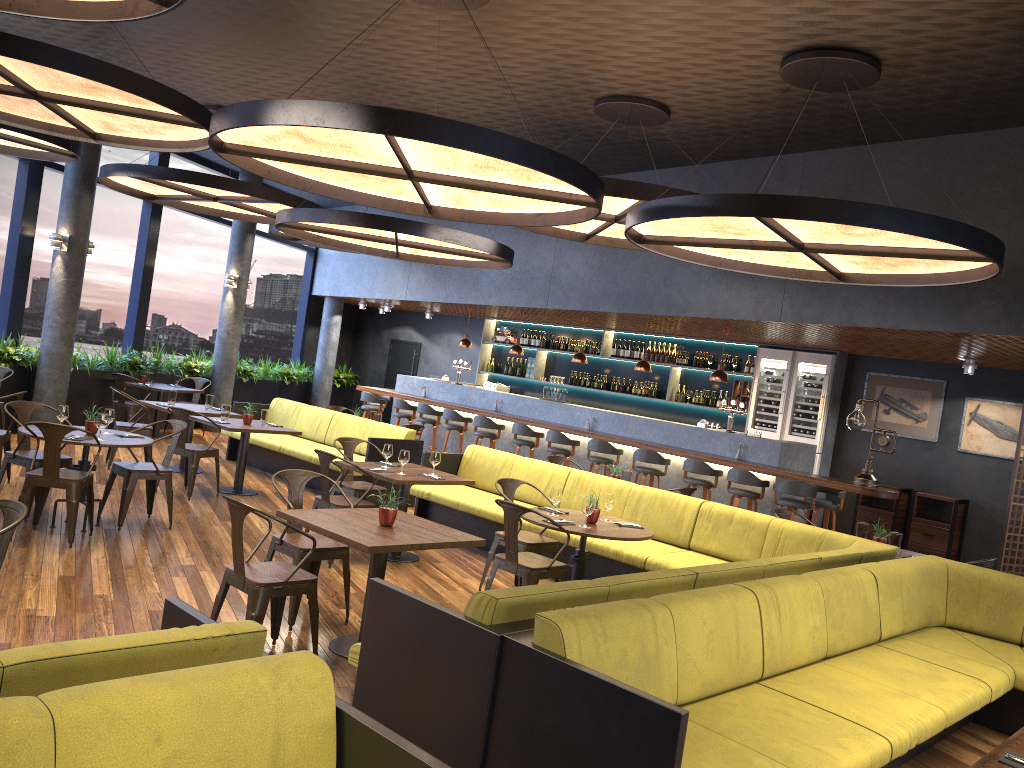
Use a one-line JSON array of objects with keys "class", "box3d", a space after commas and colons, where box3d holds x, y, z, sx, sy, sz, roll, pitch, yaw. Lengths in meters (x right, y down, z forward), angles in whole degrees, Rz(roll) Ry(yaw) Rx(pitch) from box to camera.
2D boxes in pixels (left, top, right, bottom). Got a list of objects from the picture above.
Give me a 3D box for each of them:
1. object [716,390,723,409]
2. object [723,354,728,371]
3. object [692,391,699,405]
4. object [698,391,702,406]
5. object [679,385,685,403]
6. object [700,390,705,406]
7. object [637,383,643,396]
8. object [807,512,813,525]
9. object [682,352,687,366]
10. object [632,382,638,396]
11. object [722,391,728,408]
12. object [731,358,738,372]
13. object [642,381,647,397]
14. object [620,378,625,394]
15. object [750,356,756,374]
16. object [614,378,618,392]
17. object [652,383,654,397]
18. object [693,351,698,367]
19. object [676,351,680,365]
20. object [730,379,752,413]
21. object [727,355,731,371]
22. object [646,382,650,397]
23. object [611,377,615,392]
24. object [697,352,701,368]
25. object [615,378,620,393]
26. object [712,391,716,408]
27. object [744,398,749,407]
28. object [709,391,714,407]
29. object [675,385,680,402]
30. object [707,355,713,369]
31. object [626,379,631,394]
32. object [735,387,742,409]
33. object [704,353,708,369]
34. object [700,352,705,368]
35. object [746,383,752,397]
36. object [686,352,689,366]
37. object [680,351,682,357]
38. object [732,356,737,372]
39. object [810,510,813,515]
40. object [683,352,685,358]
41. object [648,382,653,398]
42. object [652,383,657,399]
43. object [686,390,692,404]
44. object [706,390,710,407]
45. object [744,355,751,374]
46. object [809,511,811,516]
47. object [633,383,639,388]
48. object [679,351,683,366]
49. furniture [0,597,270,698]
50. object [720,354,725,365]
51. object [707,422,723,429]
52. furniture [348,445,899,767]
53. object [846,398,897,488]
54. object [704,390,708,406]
[{"class": "object", "box3d": [3.190, 0.236, 13.589, 0.079, 0.281, 0.079, 9, 1, 17]}, {"class": "object", "box3d": [3.250, -0.323, 13.466, 0.063, 0.254, 0.063, 8, 1, -19]}, {"class": "object", "box3d": [2.859, 0.213, 13.793, 0.088, 0.224, 0.088, 9, 1, 13]}, {"class": "object", "box3d": [2.944, 0.225, 13.862, 0.088, 0.224, 0.088, 9, 1, 38]}, {"class": "object", "box3d": [2.711, 0.158, 14.047, 0.079, 0.281, 0.079, 9, 1, 22]}, {"class": "object", "box3d": [2.950, 0.214, 13.686, 0.063, 0.254, 0.063, 7, 1, -44]}, {"class": "object", "box3d": [2.114, 0.089, 14.565, 0.088, 0.224, 0.088, 8, 1, -32]}, {"class": "object", "box3d": [4.037, 1.867, 12.576, 0.277, 0.206, 0.416, 7, 1, -44]}, {"class": "object", "box3d": [2.730, -0.396, 13.994, 0.056, 0.227, 0.056, 9, 1, 30]}, {"class": "object", "box3d": [2.037, 0.076, 14.639, 0.088, 0.224, 0.088, 9, 1, 13]}, {"class": "object", "box3d": [3.258, 0.247, 13.524, 0.079, 0.281, 0.079, 9, 1, 37]}, {"class": "object", "box3d": [3.363, -0.282, 13.411, 0.097, 0.206, 0.097, 9, 1, 12]}, {"class": "object", "box3d": [2.161, 0.083, 14.439, 0.063, 0.254, 0.063, 9, 1, 36]}, {"class": "object", "box3d": [1.871, 0.031, 14.906, 0.063, 0.254, 0.063, 9, 1, 16]}, {"class": "object", "box3d": [3.616, -0.278, 13.250, 0.079, 0.281, 0.079, 9, 1, 12]}, {"class": "object", "box3d": [1.781, 0.016, 14.993, 0.063, 0.254, 0.063, 9, 1, 31]}, {"class": "object", "box3d": [2.295, 0.100, 14.559, 0.063, 0.254, 0.063, 8, 1, -19]}, {"class": "object", "box3d": [2.870, -0.387, 13.846, 0.063, 0.254, 0.063, 9, 1, 41]}, {"class": "object", "box3d": [2.642, -0.411, 14.078, 0.056, 0.227, 0.056, 9, 1, 5]}, {"class": "object", "box3d": [3.472, 0.185, 13.289, 0.300, 0.475, 0.161, 9, 1, 43]}, {"class": "object", "box3d": [3.308, -0.316, 13.549, 0.063, 0.254, 0.063, 9, 1, 6]}, {"class": "object", "box3d": [2.226, 0.091, 14.510, 0.063, 0.254, 0.063, 8, 1, -19]}, {"class": "object", "box3d": [1.704, 0.006, 14.914, 0.063, 0.254, 0.063, 9, 1, 16]}, {"class": "object", "box3d": [2.942, -0.377, 13.915, 0.063, 0.254, 0.063, 9, 1, 6]}, {"class": "object", "box3d": [1.776, 0.018, 14.844, 0.063, 0.254, 0.063, 8, 1, -9]}, {"class": "object", "box3d": [3.124, 0.239, 13.709, 0.063, 0.254, 0.063, 8, 1, -39]}, {"class": "object", "box3d": [3.508, 0.316, 13.243, 0.097, 0.206, 0.097, 8, 1, -6]}, {"class": "object", "box3d": [3.073, 0.233, 13.642, 0.063, 0.254, 0.063, 9, 1, 6]}, {"class": "object", "box3d": [2.645, 0.147, 14.111, 0.079, 0.281, 0.079, 7, 1, -43]}, {"class": "object", "box3d": [3.051, -0.333, 13.688, 0.097, 0.206, 0.097, 9, 1, 12]}, {"class": "object", "box3d": [1.961, 0.046, 14.830, 0.063, 0.254, 0.063, 8, 1, 1]}, {"class": "object", "box3d": [3.415, 0.222, 13.341, 0.091, 0.369, 0.092, 9, 1, 12]}, {"class": "object", "box3d": [3.026, -0.363, 13.837, 0.063, 0.254, 0.063, 9, 1, 31]}, {"class": "object", "box3d": [2.963, -0.371, 13.768, 0.063, 0.254, 0.063, 9, 1, 16]}, {"class": "object", "box3d": [3.542, 0.085, 13.239, 0.097, 0.206, 0.097, 8, 1, -6]}, {"class": "object", "box3d": [2.771, -0.391, 14.039, 0.056, 0.227, 0.056, 7, 1, -45]}, {"class": "object", "box3d": [2.684, -0.405, 14.122, 0.056, 0.227, 0.056, 7, 1, -45]}, {"class": "object", "box3d": [3.411, -0.301, 13.540, 0.063, 0.254, 0.063, 8, 1, -39]}, {"class": "object", "box3d": [4.224, 1.876, 12.523, 0.056, 0.205, 0.057, 9, 1, 19]}, {"class": "object", "box3d": [2.726, -0.398, 14.081, 0.056, 0.227, 0.056, 9, 1, 5]}, {"class": "object", "box3d": [2.258, 0.098, 14.380, 0.063, 0.254, 0.063, 8, 1, -39]}, {"class": "object", "box3d": [2.337, 0.109, 14.451, 0.063, 0.254, 0.063, 9, 1, 16]}, {"class": "object", "box3d": [2.773, 0.207, 13.909, 0.097, 0.206, 0.097, 9, 1, 12]}, {"class": "object", "box3d": [3.050, 0.226, 13.814, 0.063, 0.254, 0.063, 9, 1, 6]}, {"class": "object", "box3d": [3.547, -0.290, 13.315, 0.079, 0.281, 0.079, 8, 1, -38]}, {"class": "object", "box3d": [4.178, 1.869, 12.482, 0.056, 0.205, 0.056, 9, 1, 44]}, {"class": "object", "box3d": [2.056, 0.085, 14.772, 0.097, 0.206, 0.097, 8, 1, -15]}, {"class": "object", "box3d": [2.685, -0.403, 14.036, 0.056, 0.227, 0.056, 9, 1, 20]}, {"class": "furniture", "box3d": [-3.466, 0.796, 3.018, 4.503, 0.914, 3.372, 9, 1, 43]}, {"class": "object", "box3d": [3.223, -0.329, 13.575, 0.063, 0.254, 0.063, 8, 1, -4]}, {"class": "object", "box3d": [3.098, 0.838, 13.618, 0.310, 0.492, 0.204, 9, 1, 43]}, {"class": "furniture", "box3d": [0.880, 1.393, 5.705, 7.462, 0.914, 4.895, 9, 1, 38]}, {"class": "object", "box3d": [3.902, 0.640, 9.684, 0.566, 0.944, 0.263, 9, 1, 36]}, {"class": "object", "box3d": [3.000, 0.220, 13.748, 0.063, 0.254, 0.063, 8, 1, -19]}]
